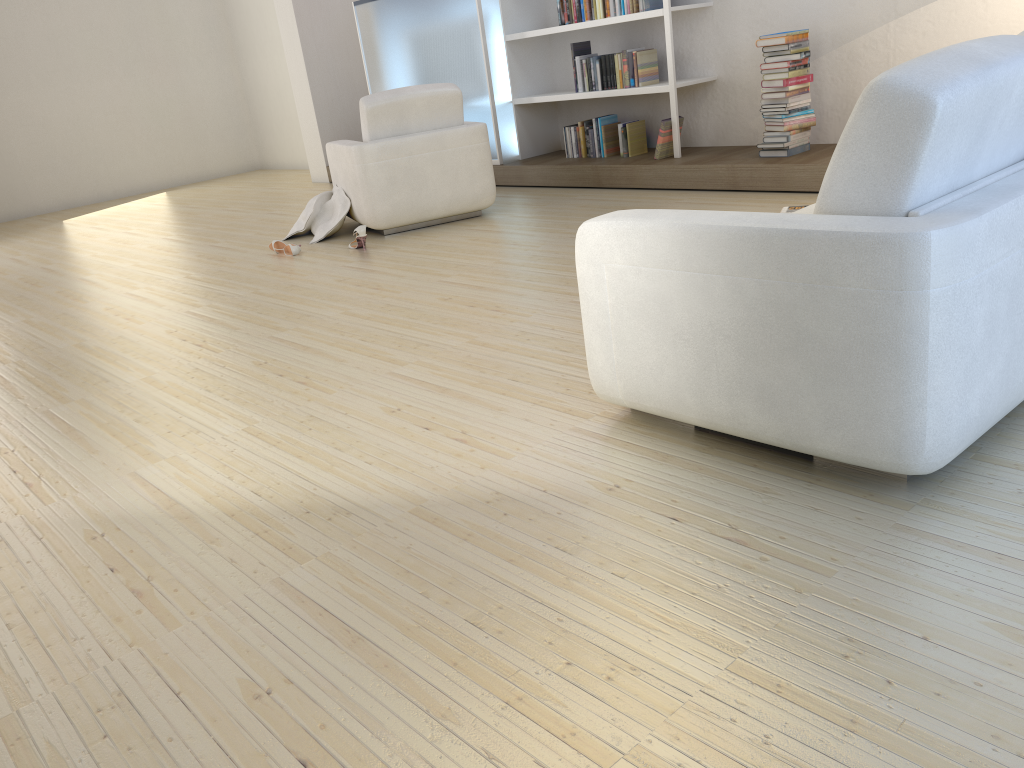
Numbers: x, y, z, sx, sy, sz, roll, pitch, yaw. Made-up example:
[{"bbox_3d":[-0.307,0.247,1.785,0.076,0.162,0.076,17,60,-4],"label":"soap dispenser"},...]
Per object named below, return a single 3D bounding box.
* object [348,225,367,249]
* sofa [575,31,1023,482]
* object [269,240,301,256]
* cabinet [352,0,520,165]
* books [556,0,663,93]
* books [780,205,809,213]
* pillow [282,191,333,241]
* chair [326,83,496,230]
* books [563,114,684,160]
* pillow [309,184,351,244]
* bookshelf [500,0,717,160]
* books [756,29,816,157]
[{"bbox_3d":[-0.922,-0.883,5.299,0.089,0.149,0.265,-18,22,-24],"label":"object"},{"bbox_3d":[1.259,-0.565,2.572,2.166,0.862,0.941,-24,25,-36],"label":"sofa"},{"bbox_3d":[-1.388,-0.852,5.507,0.121,0.091,0.287,-25,26,-37],"label":"object"},{"bbox_3d":[-0.483,-2.617,7.492,0.689,1.396,1.670,-24,25,-36],"label":"cabinet"},{"bbox_3d":[0.698,-2.436,6.139,0.215,0.743,0.831,-24,25,-36],"label":"books"},{"bbox_3d":[1.271,-0.726,3.808,0.247,0.025,0.287,1,22,23],"label":"books"},{"bbox_3d":[-1.371,-1.205,6.225,0.299,0.287,0.712,-3,21,13],"label":"pillow"},{"bbox_3d":[-0.692,-1.536,5.881,0.919,0.828,0.941,-15,21,-17],"label":"chair"},{"bbox_3d":[0.799,-1.776,6.351,0.274,0.281,1.125,-20,24,-29],"label":"books"},{"bbox_3d":[-1.250,-1.161,5.962,0.312,0.315,0.615,-13,21,-11],"label":"pillow"},{"bbox_3d":[0.662,-2.367,6.373,0.465,1.396,1.599,-24,25,-36],"label":"bookshelf"},{"bbox_3d":[1.640,-1.732,5.303,0.329,0.694,0.270,-24,25,-36],"label":"books"}]
